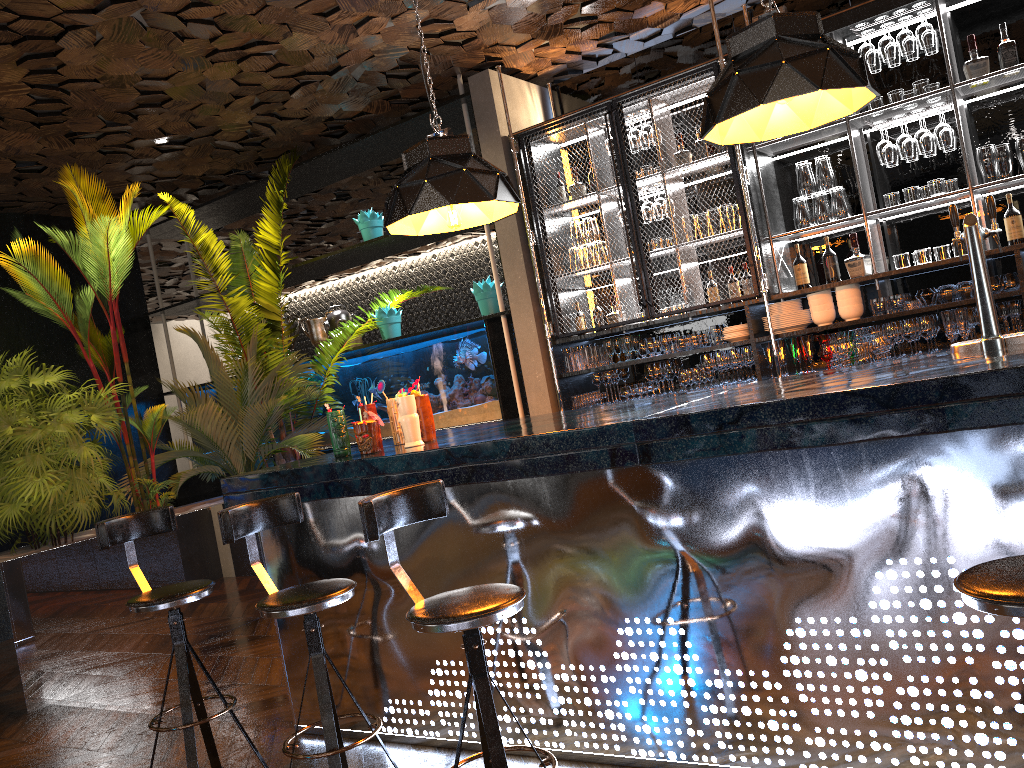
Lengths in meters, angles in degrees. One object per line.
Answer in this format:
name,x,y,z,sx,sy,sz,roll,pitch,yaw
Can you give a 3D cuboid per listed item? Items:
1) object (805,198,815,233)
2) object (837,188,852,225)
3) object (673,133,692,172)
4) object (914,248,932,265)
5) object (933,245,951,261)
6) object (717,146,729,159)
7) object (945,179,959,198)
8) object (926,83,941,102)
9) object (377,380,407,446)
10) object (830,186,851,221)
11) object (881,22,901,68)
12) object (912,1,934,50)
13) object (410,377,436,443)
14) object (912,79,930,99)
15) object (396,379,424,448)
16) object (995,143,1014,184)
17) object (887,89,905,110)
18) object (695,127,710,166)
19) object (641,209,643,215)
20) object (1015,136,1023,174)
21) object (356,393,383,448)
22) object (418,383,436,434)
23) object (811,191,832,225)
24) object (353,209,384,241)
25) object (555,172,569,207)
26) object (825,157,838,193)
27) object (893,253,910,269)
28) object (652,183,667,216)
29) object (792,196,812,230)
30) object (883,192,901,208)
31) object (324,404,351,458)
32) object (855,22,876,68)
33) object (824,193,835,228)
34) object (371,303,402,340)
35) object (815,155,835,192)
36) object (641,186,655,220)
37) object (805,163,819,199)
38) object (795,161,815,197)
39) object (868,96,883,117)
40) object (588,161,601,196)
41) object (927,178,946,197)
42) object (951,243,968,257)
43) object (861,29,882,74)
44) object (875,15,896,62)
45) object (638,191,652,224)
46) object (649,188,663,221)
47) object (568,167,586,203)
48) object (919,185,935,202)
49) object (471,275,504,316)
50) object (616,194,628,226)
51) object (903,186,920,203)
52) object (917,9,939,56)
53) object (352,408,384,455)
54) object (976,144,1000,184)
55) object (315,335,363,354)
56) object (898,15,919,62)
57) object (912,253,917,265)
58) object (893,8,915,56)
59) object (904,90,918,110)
object,1.866,-1.071,5.647,0.105,0.209,0.105,-11,0,-11
object,2.045,-1.103,5.503,0.105,0.209,0.105,-11,0,-11
object,1.138,-1.553,5.937,0.108,0.244,0.108,-10,0,22
object,2.381,-0.733,5.130,0.089,0.092,0.089,-11,0,-3
object,2.507,-0.756,5.162,0.089,0.092,0.089,-10,0,45
object,1.369,-1.597,5.779,0.072,0.246,0.073,-11,0,-41
object,2.549,-1.136,5.155,0.089,0.092,0.089,-10,0,18
object,2.458,-1.698,5.181,0.089,0.092,0.089,-10,0,2
object,-0.512,0.120,3.903,0.105,0.298,0.116,-11,0,-25
object,1.995,-1.094,5.404,0.105,0.209,0.105,-11,0,-11
object,2.241,-2.003,5.241,0.092,0.244,0.092,-11,0,-5
object,2.316,-2.016,4.992,0.092,0.244,0.092,-11,0,-5
object,-0.384,0.107,3.712,0.091,0.277,0.080,-11,0,-24
object,2.332,-1.674,5.045,0.089,0.092,0.089,-10,0,2
object,-0.409,0.119,3.576,0.099,0.264,0.081,-11,0,-35
object,2.756,-1.233,4.974,0.105,0.209,0.105,-11,0,-11
object,2.242,-1.658,5.167,0.089,0.092,0.089,-10,0,2
object,1.250,-1.575,5.860,0.073,0.246,0.072,-10,0,19
object,0.850,-1.216,6.073,0.081,0.213,0.081,-10,0,40
object,2.812,-1.243,4.830,0.105,0.209,0.105,-11,0,-11
object,-0.623,0.167,3.883,0.078,0.246,0.084,-10,0,32
object,-0.390,0.119,3.855,0.080,0.254,0.091,-10,0,36
object,1.908,-1.078,5.478,0.105,0.209,0.105,-11,0,-11
object,-1.177,-1.303,7.392,0.265,0.325,0.245,-11,0,-2
object,0.358,-1.426,6.499,0.075,0.260,0.075,-11,0,-7
object,1.965,-1.301,5.531,0.105,0.209,0.105,-11,0,-11
object,2.291,-0.716,5.208,0.089,0.092,0.089,-10,0,6
object,0.994,-1.243,5.974,0.081,0.213,0.081,-10,0,40
object,1.811,-1.060,5.544,0.105,0.209,0.105,-11,0,-11
object,2.258,-1.083,5.262,0.089,0.092,0.089,-10,0,12
object,-0.746,0.195,3.794,0.084,0.237,0.086,-11,0,-37
object,2.061,-1.970,5.166,0.092,0.244,0.092,-11,0,-5
object,1.962,-1.088,5.573,0.105,0.209,0.105,-11,0,-11
object,-1.030,-0.511,7.395,0.265,0.325,0.245,-11,0,-2
object,1.919,-1.292,5.453,0.105,0.209,0.105,-11,0,-11
object,0.920,-1.229,6.025,0.081,0.213,0.081,-10,0,40
object,1.876,-1.285,5.606,0.105,0.209,0.105,-11,0,-11
object,1.819,-1.274,5.510,0.105,0.209,0.105,-11,0,-11
object,2.156,-1.642,5.253,0.089,0.092,0.089,-10,0,2
object,0.583,-1.467,6.316,0.075,0.261,0.075,-11,0,-7
object,2.412,-1.110,5.031,0.089,0.092,0.089,-10,0,18
object,2.559,-0.765,5.051,0.089,0.092,0.089,-10,0,45
object,2.151,-1.987,5.303,0.092,0.244,0.092,-11,0,-5
object,2.151,-1.986,5.104,0.092,0.244,0.092,-11,0,-5
object,0.928,-1.231,6.192,0.081,0.213,0.081,-10,0,40
object,0.999,-1.244,6.144,0.081,0.213,0.081,-10,0,40
object,0.466,-1.436,6.379,0.108,0.244,0.108,-10,0,22
object,2.447,-1.118,5.216,0.089,0.092,0.089,-11,0,-24
object,-0.178,-0.666,6.815,0.265,0.325,0.245,-10,0,27
object,0.771,-1.202,6.126,0.081,0.213,0.081,-10,0,40
object,2.328,-1.095,5.162,0.089,0.092,0.089,-10,0,12
object,2.407,-2.034,5.129,0.092,0.244,0.092,-11,0,-5
object,-0.594,0.190,3.691,0.131,0.191,0.110,-11,0,-44
object,2.641,-1.212,4.914,0.105,0.209,0.105,-11,0,-11
object,-1.519,-0.330,7.820,0.320,0.135,0.250,-10,0,34
object,2.322,-2.018,5.186,0.092,0.244,0.092,-11,0,-5
object,2.447,-0.746,5.306,0.089,0.092,0.089,-10,0,6
object,2.232,-2.001,5.049,0.092,0.244,0.092,-11,0,-5
object,2.350,-1.678,5.241,0.089,0.092,0.089,-10,0,45
